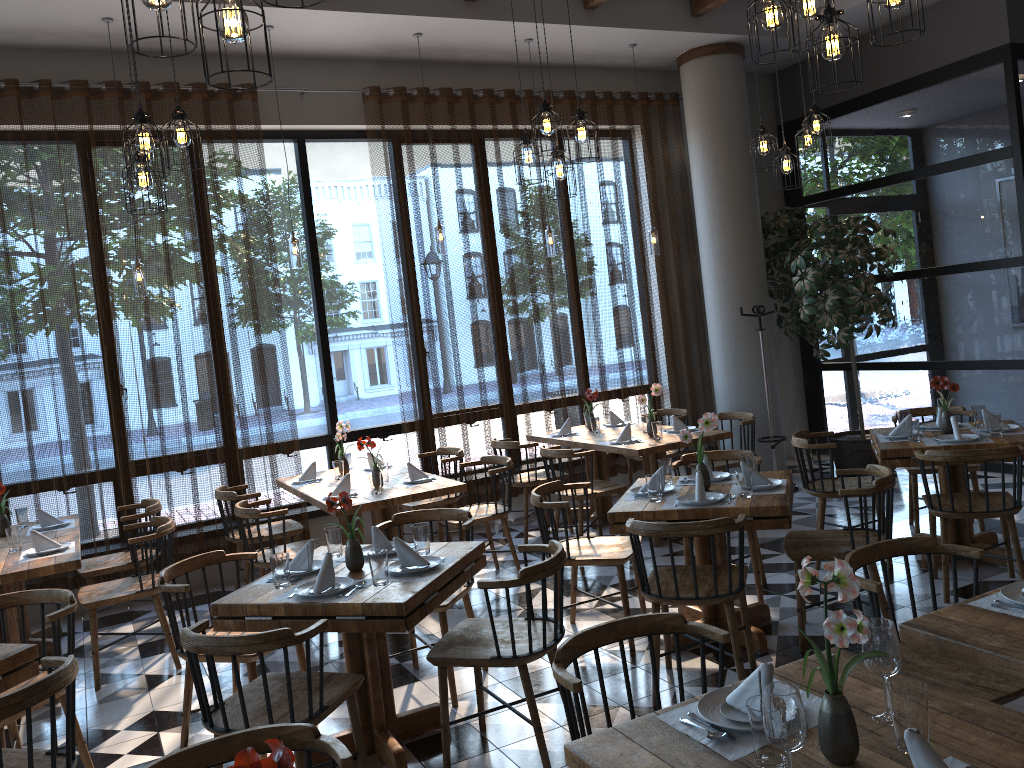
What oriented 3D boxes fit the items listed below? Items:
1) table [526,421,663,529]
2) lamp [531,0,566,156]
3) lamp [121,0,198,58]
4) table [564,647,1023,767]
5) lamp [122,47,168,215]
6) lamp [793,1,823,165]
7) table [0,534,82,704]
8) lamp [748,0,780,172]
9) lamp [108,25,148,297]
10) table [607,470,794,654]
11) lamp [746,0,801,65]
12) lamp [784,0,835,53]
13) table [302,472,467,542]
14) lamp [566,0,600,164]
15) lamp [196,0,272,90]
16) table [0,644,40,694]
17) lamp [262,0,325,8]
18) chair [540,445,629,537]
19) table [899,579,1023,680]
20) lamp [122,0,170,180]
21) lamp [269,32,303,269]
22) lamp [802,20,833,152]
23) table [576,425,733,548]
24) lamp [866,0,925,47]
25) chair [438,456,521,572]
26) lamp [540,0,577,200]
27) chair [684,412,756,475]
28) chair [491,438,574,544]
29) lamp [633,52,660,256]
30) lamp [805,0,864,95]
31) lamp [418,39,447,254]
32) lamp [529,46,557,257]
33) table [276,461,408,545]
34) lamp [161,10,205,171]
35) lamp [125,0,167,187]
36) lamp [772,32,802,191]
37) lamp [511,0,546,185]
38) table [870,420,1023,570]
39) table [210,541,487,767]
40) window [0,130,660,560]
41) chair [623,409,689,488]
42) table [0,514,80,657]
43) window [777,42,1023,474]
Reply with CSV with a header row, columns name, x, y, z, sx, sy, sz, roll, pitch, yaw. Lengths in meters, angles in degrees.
name,x,y,z,sx,sy,sz,roll,pitch,yaw
table,0.728,0.771,7.509,0.852,0.763,0.850,-8,3,-26
lamp,0.109,-2.371,5.138,0.175,2.069,0.175,-7,2,-32
lamp,-1.086,-1.960,2.438,0.175,2.069,0.175,-6,1,1
table,0.724,1.142,1.822,0.852,0.763,0.850,-8,3,-26
lamp,-1.879,-1.858,4.262,0.175,2.069,0.175,-7,1,-7
lamp,2.013,-2.605,6.295,0.175,2.069,0.175,-7,1,-25
table,-2.766,1.342,4.806,0.852,0.763,0.850,-8,3,-26
lamp,1.638,-2.505,6.090,0.175,2.069,0.175,-5,2,43
lamp,-2.625,-1.571,5.991,0.078,1.962,0.078,-6,1,14
table,1.039,0.927,4.585,0.863,0.763,0.866,-6,3,19
lamp,0.910,-2.293,3.414,0.175,2.069,0.175,-6,2,36
lamp,1.086,-2.376,3.510,0.175,2.069,0.175,-8,2,-43
table,-0.809,1.057,5.784,0.852,0.763,0.850,-8,3,-26
lamp,0.313,-2.342,5.199,0.175,2.069,0.175,-8,2,-43
lamp,-0.857,-1.851,2.387,0.175,2.069,0.175,-6,2,34
table,-2.214,1.399,2.959,0.863,0.763,0.866,-6,3,19
lamp,-0.684,-2.040,2.290,0.175,2.069,0.175,-6,1,23
chair,0.524,0.836,6.459,0.551,0.816,0.519,-7,2,-26
table,1.693,1.001,2.306,0.852,0.763,0.850,-8,3,-26
lamp,-1.791,-1.987,4.063,0.175,2.069,0.175,-8,2,-41
lamp,-1.684,-1.822,6.465,0.078,1.962,0.078,-7,1,-19
lamp,2.002,-2.647,6.085,0.175,2.069,0.175,-7,1,-14
table,1.108,0.778,6.742,0.852,0.763,0.850,-8,3,-26
lamp,1.280,-2.276,3.182,0.175,2.069,0.175,-6,1,14
chair,-0.232,0.946,6.081,0.551,0.816,0.519,-7,2,-26
lamp,0.194,-2.164,5.367,0.175,2.069,0.175,-7,2,-32
chair,1.684,0.667,7.039,0.551,0.816,0.519,-7,2,-26
chair,0.149,0.829,7.215,0.551,0.816,0.519,-7,2,-26
lamp,1.170,-2.127,7.888,0.078,1.962,0.078,-6,1,6
lamp,1.097,-2.130,3.284,0.175,2.069,0.175,-8,2,-43
lamp,-0.659,-2.005,6.979,0.078,1.962,0.078,-7,2,-36
lamp,0.229,-2.049,7.420,0.078,1.962,0.078,-8,2,-40
table,-1.189,1.050,6.551,0.852,0.763,0.850,-8,3,-26
lamp,-1.759,-2.115,4.436,0.175,2.069,0.175,-7,1,-7
lamp,-1.957,-2.037,4.465,0.175,2.069,0.175,-7,1,-18
lamp,1.835,-2.404,6.216,0.175,2.069,0.175,-7,1,-14
lamp,0.005,-2.283,5.500,0.175,2.069,0.175,-6,1,25
table,2.710,0.684,5.420,0.863,0.763,0.866,-6,3,19
table,-0.614,1.167,3.758,0.863,0.763,0.866,-6,3,19
window,-5.003,0.037,4.455,4.484,3.161,15.179,-4,4,40
chair,1.310,0.660,7.795,0.551,0.816,0.519,-7,2,-26
table,-3.146,1.335,5.572,0.852,0.763,0.850,-8,3,-26
window,4.579,-1.129,8.805,2.190,3.545,2.725,-7,2,-26
